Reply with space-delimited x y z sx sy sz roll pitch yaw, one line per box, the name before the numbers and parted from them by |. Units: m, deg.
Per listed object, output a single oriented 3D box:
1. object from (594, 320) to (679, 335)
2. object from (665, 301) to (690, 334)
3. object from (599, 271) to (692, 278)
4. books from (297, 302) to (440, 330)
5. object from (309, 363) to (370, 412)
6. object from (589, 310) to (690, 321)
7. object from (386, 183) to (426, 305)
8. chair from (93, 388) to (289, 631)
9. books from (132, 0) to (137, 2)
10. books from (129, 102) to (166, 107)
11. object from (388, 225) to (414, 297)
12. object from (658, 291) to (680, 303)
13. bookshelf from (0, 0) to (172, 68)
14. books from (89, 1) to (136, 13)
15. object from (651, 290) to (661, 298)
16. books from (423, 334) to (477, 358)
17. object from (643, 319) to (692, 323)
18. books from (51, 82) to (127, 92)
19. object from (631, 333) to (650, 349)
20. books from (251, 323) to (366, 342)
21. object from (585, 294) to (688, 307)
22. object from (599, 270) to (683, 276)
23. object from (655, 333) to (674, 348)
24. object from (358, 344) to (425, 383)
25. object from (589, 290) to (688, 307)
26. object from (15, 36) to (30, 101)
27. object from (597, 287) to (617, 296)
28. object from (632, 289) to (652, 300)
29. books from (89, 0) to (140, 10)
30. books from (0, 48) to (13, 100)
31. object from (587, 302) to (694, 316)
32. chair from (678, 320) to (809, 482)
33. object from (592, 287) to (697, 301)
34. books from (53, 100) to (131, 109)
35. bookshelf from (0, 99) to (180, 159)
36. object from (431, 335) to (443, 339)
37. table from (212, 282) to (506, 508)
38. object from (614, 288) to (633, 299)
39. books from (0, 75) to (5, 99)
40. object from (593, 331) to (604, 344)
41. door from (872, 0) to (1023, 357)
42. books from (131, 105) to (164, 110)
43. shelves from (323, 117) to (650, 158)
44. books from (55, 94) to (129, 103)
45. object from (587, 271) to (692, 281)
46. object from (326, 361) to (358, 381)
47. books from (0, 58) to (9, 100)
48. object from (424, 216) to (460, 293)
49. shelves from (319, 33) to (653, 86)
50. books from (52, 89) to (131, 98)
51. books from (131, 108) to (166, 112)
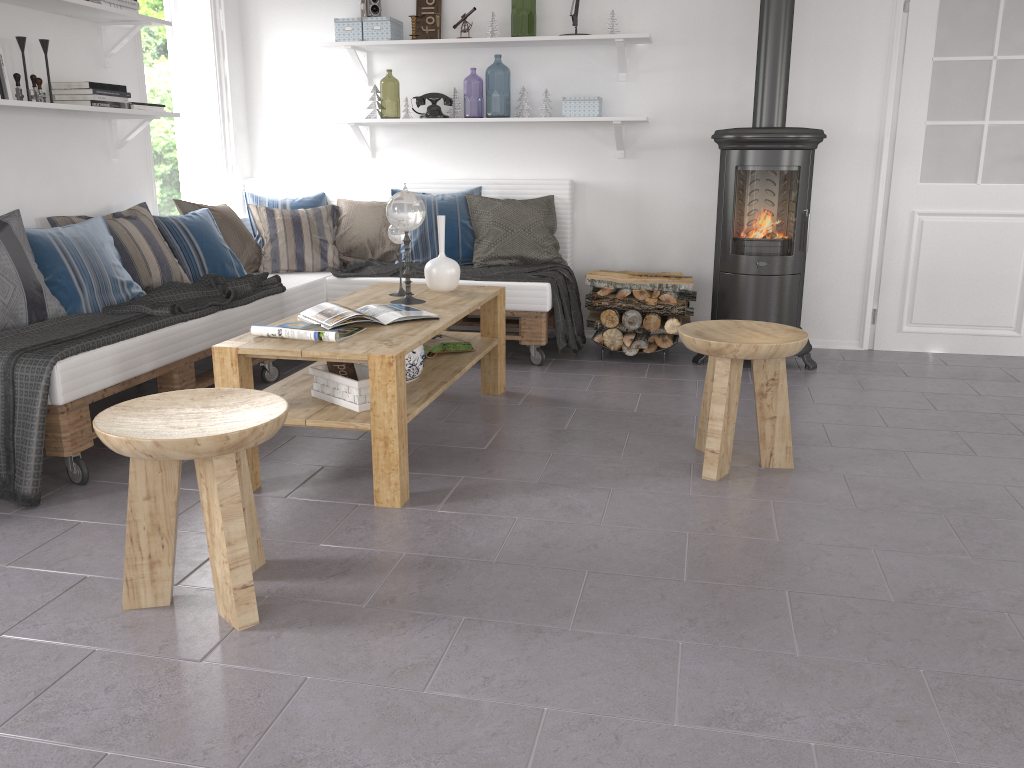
object | 0.664 -0.297 4.711 0.468 0.069 0.095 3 15 12
object | 0.878 -0.378 4.791 0.118 0.142 0.520 4 15 15
object | 0.706 -0.574 4.826 0.541 0.070 0.101 3 15 13
books | -0.518 -0.258 3.192 0.422 0.049 0.300 -9 17 -32
object | -0.528 0.005 2.941 0.155 0.102 0.281 -14 20 -43
object | 0.722 -0.367 4.992 0.569 0.078 0.115 3 15 13
object | -0.416 -0.556 3.510 0.155 0.468 0.155 -2 15 -9
chair | -0.744 0.295 2.135 0.431 0.479 0.431 3 15 10
books | -1.796 -1.715 3.917 0.152 0.024 0.238 3 15 12
books | -1.778 -1.299 4.129 0.202 0.012 0.251 4 15 13
object | -0.469 -0.537 3.712 0.109 0.329 0.109 -5 15 -19
object | 0.850 -0.506 4.744 0.098 0.088 0.466 3 15 13
bookshelf | -1.924 -1.383 3.359 0.269 0.212 1.820 3 15 12
books | -1.808 -1.653 3.916 0.172 0.032 0.239 3 15 12
object | 0.780 -0.509 4.749 0.044 0.034 0.425 3 15 11
books | -0.413 -0.171 3.657 0.445 0.079 0.301 -11 18 -36
object | 0.705 -0.343 4.889 0.562 0.063 0.095 3 15 13
books | -1.833 -1.287 3.848 0.190 0.028 0.239 4 15 14
object | 0.719 -0.279 4.837 0.097 0.056 0.562 3 15 11
books | -0.668 -0.184 2.931 0.300 0.043 0.229 4 15 16
object | 0.665 -0.449 4.749 0.538 0.082 0.099 3 15 11
object | 0.716 -0.594 4.908 0.467 0.063 0.095 3 15 12
object | 0.835 -0.265 4.813 0.096 0.060 0.467 3 15 12
object | -0.471 -0.099 3.239 0.302 0.161 0.302 2 15 8
object | 0.692 -0.464 4.874 0.539 0.070 0.101 3 15 13
object | -1.942 -1.246 3.539 0.085 0.259 0.085 -5 15 -19
object | 0.540 -0.526 4.806 0.098 0.061 0.467 3 15 13
object | 0.712 -0.517 4.776 0.096 0.068 0.467 3 15 11
books | -1.795 -1.686 3.918 0.172 0.032 0.239 3 15 12
books | -1.947 -1.147 3.293 0.152 0.185 0.045 3 15 12
object | 0.685 -0.405 4.724 0.562 0.063 0.095 3 15 13
chair | 0.784 0.052 3.076 0.431 0.479 0.431 2 15 9
object | 0.721 -0.496 4.839 0.562 0.057 0.097 3 15 11
books | -1.832 -1.216 3.876 0.191 0.032 0.258 4 15 14
bookshelf | -1.924 -0.986 3.462 0.269 0.212 1.820 3 15 12
object | -0.395 -0.190 3.620 0.195 0.029 0.176 6 16 22
table | -0.478 -0.044 3.431 0.607 0.485 1.457 3 15 12
object | 0.624 -0.521 4.795 0.098 0.060 0.467 4 15 15
books | -1.972 -1.178 3.235 0.210 0.274 0.048 3 15 12
object | 0.512 -0.305 4.931 0.052 0.056 0.561 3 15 12
door | 2.442 -1.133 4.624 0.902 2.013 0.101 3 15 12
books | -1.771 -1.286 4.129 0.187 0.014 0.248 3 15 10
shelves | -0.153 -1.383 4.999 1.820 0.212 0.269 3 15 12
books | -1.827 -1.240 3.860 0.191 0.023 0.242 3 15 10
object | 0.675 -0.553 4.729 0.562 0.074 0.095 3 15 13
object | -0.568 -0.029 2.987 0.090 0.139 0.182 -6 16 -22
books | -1.953 -1.157 3.263 0.171 0.219 0.047 3 15 12
object | -0.300 -0.556 3.801 0.155 0.325 0.155 -4 15 -17
shelves | -0.153 -1.781 4.896 1.820 0.212 0.269 3 15 12
books | -1.834 -1.264 3.864 0.212 0.023 0.258 3 15 12
books | -1.770 -1.273 4.136 0.187 0.014 0.253 3 15 12
